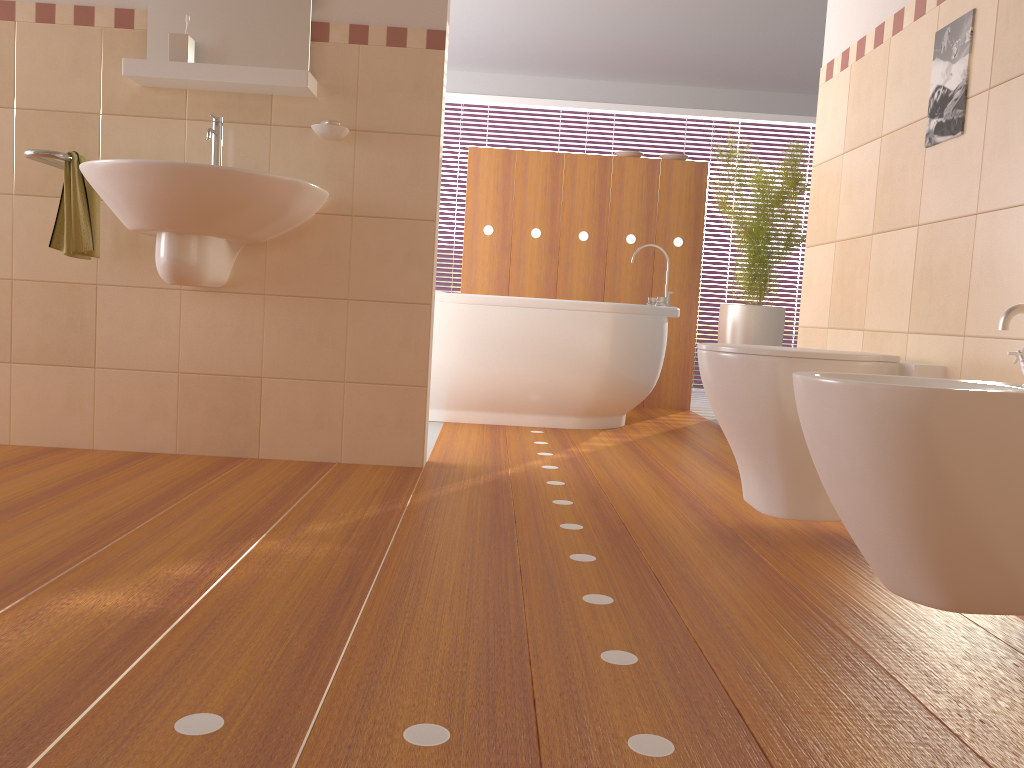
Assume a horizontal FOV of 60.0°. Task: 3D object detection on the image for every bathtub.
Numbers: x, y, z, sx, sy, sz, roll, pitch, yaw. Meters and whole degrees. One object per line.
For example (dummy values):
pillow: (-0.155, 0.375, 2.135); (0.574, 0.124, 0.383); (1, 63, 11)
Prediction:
bathtub: (-0.105, -0.291, 4.416); (1.874, 0.900, 0.888); (3, 5, -1)

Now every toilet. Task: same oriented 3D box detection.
toilet: (0.716, 0.114, 2.207); (0.534, 0.400, 0.375); (3, 5, -2)

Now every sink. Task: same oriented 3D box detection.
sink: (-0.908, -0.541, 2.557); (0.683, 0.516, 0.539); (3, 5, -2)
sink: (0.742, 0.112, 1.542); (0.515, 0.517, 0.335); (3, 5, -2)

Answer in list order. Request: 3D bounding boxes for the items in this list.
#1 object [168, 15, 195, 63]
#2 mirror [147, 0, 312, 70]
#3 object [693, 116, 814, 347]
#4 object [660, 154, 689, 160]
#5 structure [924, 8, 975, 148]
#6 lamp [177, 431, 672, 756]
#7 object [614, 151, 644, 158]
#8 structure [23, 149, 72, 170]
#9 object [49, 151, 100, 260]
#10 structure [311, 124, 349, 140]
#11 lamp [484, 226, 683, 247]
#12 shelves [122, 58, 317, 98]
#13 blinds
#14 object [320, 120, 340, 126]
object: (-1.008, -1.044, 2.705); (0.063, 0.149, 0.073); (3, 5, -2)
mirror: (-0.865, -1.373, 2.740); (0.502, 0.799, 0.008); (3, 5, -2)
object: (1.436, -0.567, 4.877); (0.683, 1.557, 1.335); (6, 5, 31)
object: (0.969, -1.339, 5.306); (0.173, 0.046, 0.173); (3, 5, -2)
structure: (1.027, -0.712, 2.085); (0.005, 0.279, 0.170); (3, 5, -2)
lamp: (-1.415, 0.241, 2.479); (3.173, 0.001, 2.893); (3, 5, -2)
object: (0.698, -1.354, 5.299); (0.173, 0.046, 0.173); (3, 5, -2)
structure: (-1.327, -0.659, 2.639); (0.142, 0.042, 0.333); (3, 5, -2)
object: (-1.277, -0.528, 2.646); (0.085, 0.306, 0.181); (5, 5, 15)
structure: (-0.571, -0.786, 2.766); (0.117, 0.029, 0.092); (3, 5, -2)
lamp: (0.420, -0.867, 5.200); (1.169, 0.052, 0.001); (3, 5, -2)
shelves: (-0.889, -0.938, 2.724); (0.554, 0.050, 0.138); (3, 5, -2)
blinds: (0.037, -1.056, 6.692); (4.712, 2.022, 0.032); (3, 5, -2)
object: (-0.569, -0.808, 2.765); (0.050, 0.023, 0.075); (0, 6, -37)
